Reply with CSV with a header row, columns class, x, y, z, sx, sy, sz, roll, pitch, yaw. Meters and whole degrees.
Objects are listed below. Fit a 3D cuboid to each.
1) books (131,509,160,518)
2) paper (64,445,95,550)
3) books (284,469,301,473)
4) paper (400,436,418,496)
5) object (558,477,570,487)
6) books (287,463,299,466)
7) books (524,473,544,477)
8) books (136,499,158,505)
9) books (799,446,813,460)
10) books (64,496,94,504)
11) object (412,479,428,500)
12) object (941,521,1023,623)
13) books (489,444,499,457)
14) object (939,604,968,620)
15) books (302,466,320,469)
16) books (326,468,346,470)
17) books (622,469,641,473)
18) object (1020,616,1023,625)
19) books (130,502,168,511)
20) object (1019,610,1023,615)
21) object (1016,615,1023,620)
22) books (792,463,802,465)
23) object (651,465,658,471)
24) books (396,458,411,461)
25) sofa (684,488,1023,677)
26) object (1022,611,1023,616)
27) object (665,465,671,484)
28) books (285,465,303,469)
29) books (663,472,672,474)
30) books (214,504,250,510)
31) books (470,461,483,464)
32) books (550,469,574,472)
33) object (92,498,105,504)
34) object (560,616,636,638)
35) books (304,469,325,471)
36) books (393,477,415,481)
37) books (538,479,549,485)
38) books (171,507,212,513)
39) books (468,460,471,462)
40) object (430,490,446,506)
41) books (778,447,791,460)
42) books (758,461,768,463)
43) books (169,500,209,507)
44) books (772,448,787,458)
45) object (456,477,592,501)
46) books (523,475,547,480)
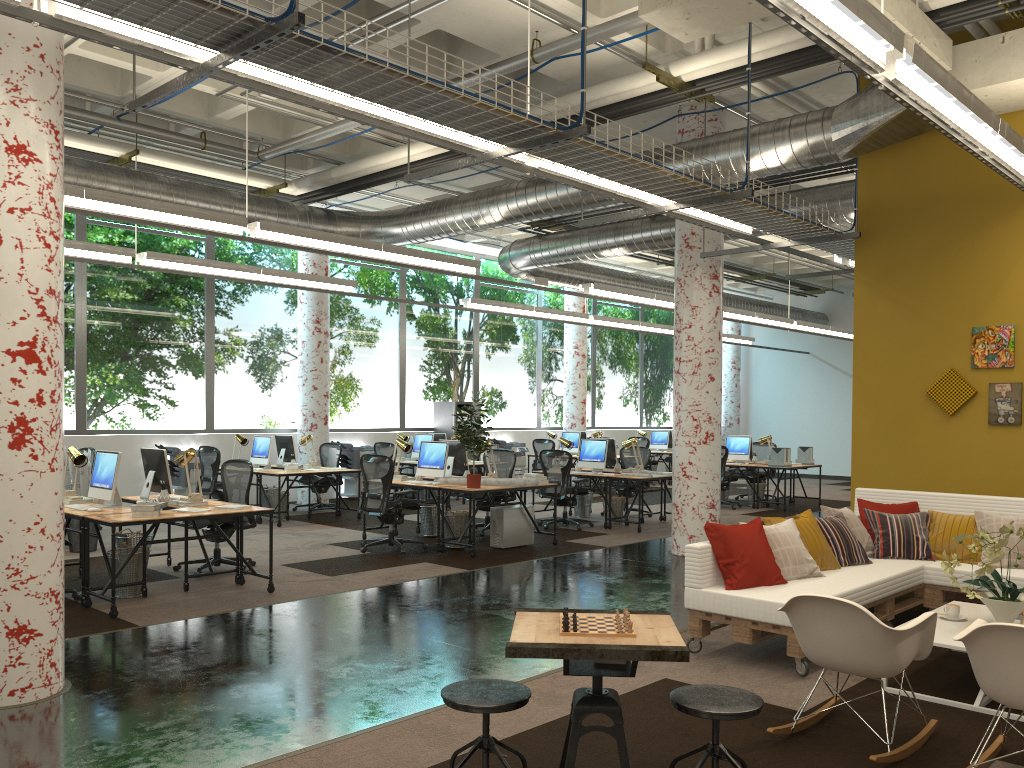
class,x,y,z,sx,sy,sz,roll,pitch,yaw
books,-2.909,1.021,7.041,0.200,0.050,0.271,1,-2,-19
paper,-4.777,1.252,9.822,0.440,1.199,0.412,1,1,21
books,-3.076,1.207,12.406,0.200,0.050,0.271,1,-2,-19
paper,-1.891,1.513,16.581,0.440,1.199,0.412,1,1,21
object,1.111,2.006,18.970,0.358,0.435,0.353,0,0,40
books,-3.073,1.129,12.422,0.153,0.030,0.185,1,-2,-19
books,0.256,1.066,10.409,0.185,0.030,0.153,-1,-3,41
books,-2.906,0.943,7.057,0.153,0.030,0.185,1,-2,-19
books,5.175,1.258,15.590,0.233,0.310,0.068,0,1,43
books,-3.943,1.050,7.997,0.309,0.038,0.225,-1,-3,43
object,-1.624,1.880,16.070,0.353,0.435,0.368,1,0,-11
object,2.872,1.121,5.199,0.788,0.616,0.417,1,0,-34
books,-0.327,1.200,15.294,0.233,0.310,0.068,0,1,43
object,2.691,1.390,5.403,0.160,0.090,0.160,1,-1,-22
books,-3.048,1.241,13.252,0.309,0.038,0.225,-1,-3,43
books,-2.570,1.244,12.967,0.200,0.024,0.235,0,-2,17
books,1.797,1.275,12.993,0.309,0.038,0.225,-1,-3,43
object,2.795,1.315,4.781,0.094,0.106,0.094,0,0,4
books,-2.891,0.975,7.061,0.193,0.044,0.257,0,-2,1
object,3.110,1.410,5.486,0.135,0.061,0.072,1,-1,-27
object,3.204,1.429,5.470,0.267,0.026,0.267,-1,-3,43
books,4.924,1.394,15.377,0.200,0.024,0.235,0,-2,17
object,3.337,2.108,21.335,0.358,0.435,0.353,0,0,40
books,-1.968,1.334,15.637,0.309,0.038,0.225,-1,-3,43
sofa,2.818,1.311,6.076,2.017,0.932,2.856,-1,-2,43
object,3.159,1.408,5.393,0.070,0.060,0.131,1,-1,-24
object,3.699,2.077,20.381,0.358,0.435,0.353,0,0,40
books,-3.058,1.161,12.426,0.193,0.044,0.257,0,-2,1
books,2.300,1.283,12.767,0.243,0.019,0.205,1,-2,-9
books,-2.403,1.058,7.602,0.200,0.024,0.235,0,-2,17
books,-0.579,1.336,15.081,0.200,0.024,0.235,0,-2,17
books,0.735,1.269,13.103,0.309,0.038,0.225,-1,-3,43
object,-3.702,0.966,7.933,0.101,0.209,0.101,0,0,-2
object,0.318,0.909,3.325,0.273,0.012,0.273,0,-2,3
books,-2.837,1.237,12.744,0.243,0.019,0.205,0,-2,21
books,-1.364,1.148,10.776,0.309,0.038,0.225,-1,-3,43
books,0.262,1.144,10.394,0.271,0.050,0.200,-1,-2,41
books,-2.670,1.051,7.379,0.243,0.019,0.205,0,-2,21
books,-0.906,1.339,15.527,0.309,0.038,0.225,-1,-3,43
object,-1.261,1.850,15.114,0.358,0.435,0.353,0,0,40
books,4.584,1.231,14.961,0.233,0.310,0.068,0,1,43
books,4.597,1.398,15.823,0.309,0.038,0.225,-1,-3,43
books,-2.881,1.055,7.887,0.309,0.038,0.225,-1,-3,43
books,4.482,1.227,14.854,0.233,0.310,0.068,0,1,43
object,0.261,1.933,17.087,3.411,0.437,0.366,2,-1,-37
books,0.267,1.098,10.419,0.193,0.044,0.257,2,-2,-29
